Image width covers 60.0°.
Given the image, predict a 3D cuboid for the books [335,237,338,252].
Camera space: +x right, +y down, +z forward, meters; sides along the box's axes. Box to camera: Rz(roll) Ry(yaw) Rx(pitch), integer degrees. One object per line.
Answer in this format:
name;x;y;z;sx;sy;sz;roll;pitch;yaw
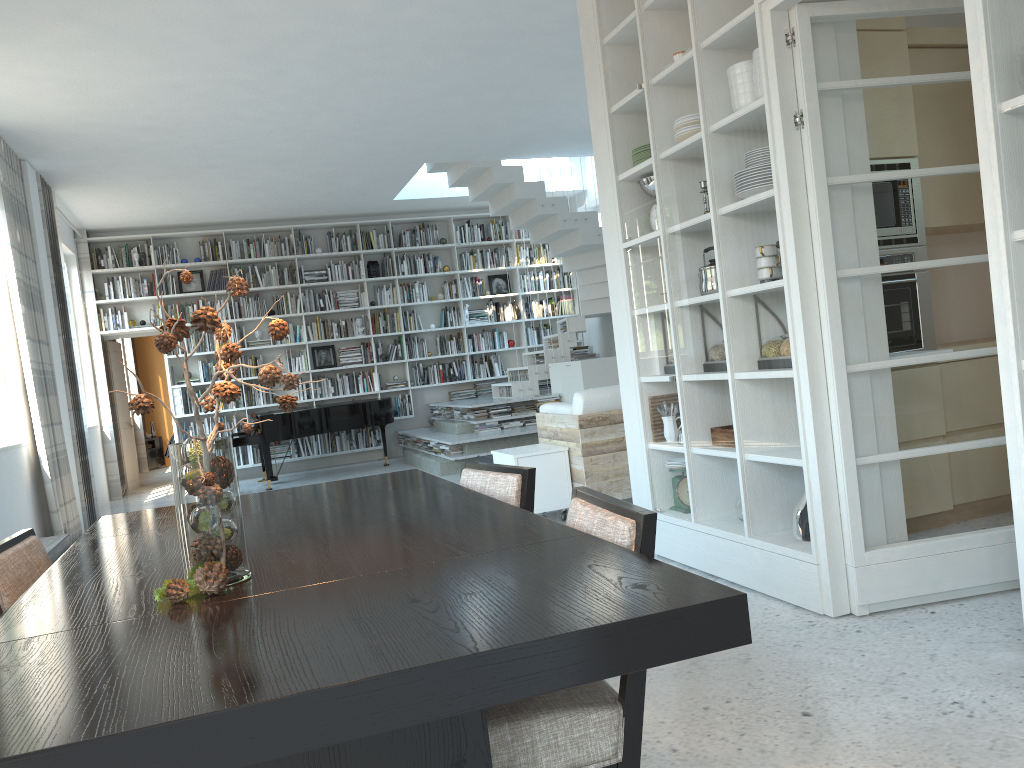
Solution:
books;-2.292;-1.801;11.599;0.050;0.211;0.173;-7;2;-18

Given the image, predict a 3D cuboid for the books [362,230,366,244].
books;-1.952;-1.878;11.720;0.007;0.279;0.150;-7;2;-18

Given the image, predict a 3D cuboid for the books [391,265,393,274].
books;-1.621;-1.513;11.849;0.015;0.201;0.130;-7;2;-18

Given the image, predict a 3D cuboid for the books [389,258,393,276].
books;-1.623;-1.535;11.800;0.013;0.248;0.186;-7;2;-18

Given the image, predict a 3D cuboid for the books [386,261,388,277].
books;-1.681;-1.512;11.809;0.024;0.217;0.169;-7;2;-18

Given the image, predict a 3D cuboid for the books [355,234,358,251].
books;-2.055;-1.845;11.684;0.014;0.239;0.153;-7;2;-18

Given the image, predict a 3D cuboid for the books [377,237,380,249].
books;-1.779;-1.850;11.760;0.022;0.180;0.173;-7;2;-18

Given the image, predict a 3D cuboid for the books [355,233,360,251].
books;-2.042;-1.856;11.695;0.022;0.257;0.136;-7;2;-18

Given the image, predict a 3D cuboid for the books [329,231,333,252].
books;-2.366;-1.835;11.580;0.011;0.296;0.157;-7;2;-18

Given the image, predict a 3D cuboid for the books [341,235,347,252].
books;-2.203;-1.825;11.632;0.023;0.236;0.154;-7;2;-18

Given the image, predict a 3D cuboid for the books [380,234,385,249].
books;-1.732;-1.872;11.772;0.031;0.213;0.169;-7;2;-18

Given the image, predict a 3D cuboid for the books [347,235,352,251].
books;-2.144;-1.832;11.675;0.026;0.234;0.137;-7;2;-18

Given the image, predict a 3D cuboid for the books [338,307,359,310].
books;-2.151;-0.992;11.652;0.254;0.012;0.161;-7;2;-22

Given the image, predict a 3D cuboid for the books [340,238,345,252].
books;-2.226;-1.805;11.619;0.033;0.203;0.166;-7;2;-18

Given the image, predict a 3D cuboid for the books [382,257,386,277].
books;-1.703;-1.537;11.772;0.021;0.272;0.190;-7;2;-18

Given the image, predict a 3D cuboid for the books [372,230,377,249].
books;-1.825;-1.892;11.766;0.030;0.274;0.151;-7;2;-18

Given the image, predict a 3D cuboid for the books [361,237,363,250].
books;-1.995;-1.836;11.716;0.016;0.204;0.143;-7;2;-18

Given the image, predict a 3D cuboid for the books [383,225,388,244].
books;-1.683;-1.938;11.820;0.012;0.330;0.128;-7;2;-18

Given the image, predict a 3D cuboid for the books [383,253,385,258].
books;-1.693;-1.573;11.805;0.025;0.339;0.143;-7;2;-18

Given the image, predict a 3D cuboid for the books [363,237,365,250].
books;-1.970;-1.833;11.713;0.015;0.193;0.160;-7;2;-18

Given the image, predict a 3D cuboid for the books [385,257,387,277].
books;-1.692;-1.538;11.790;0.022;0.272;0.181;-7;2;-18

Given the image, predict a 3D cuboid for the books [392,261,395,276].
books;-1.592;-1.522;11.811;0.008;0.214;0.223;-7;2;-18

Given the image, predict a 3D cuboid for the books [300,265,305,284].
books;-2.704;-1.398;11.451;0.021;0.249;0.191;-7;2;-18

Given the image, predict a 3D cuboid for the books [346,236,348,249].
books;-2.174;-1.819;11.636;0.012;0.217;0.179;-7;2;-18

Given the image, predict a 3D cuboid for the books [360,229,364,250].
books;-1.985;-1.884;11.701;0.007;0.298;0.181;-7;2;-18

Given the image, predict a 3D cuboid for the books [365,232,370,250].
books;-1.912;-1.875;11.732;0.008;0.262;0.142;-7;2;-18

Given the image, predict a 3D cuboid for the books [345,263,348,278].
books;-2.182;-1.459;11.653;0.011;0.239;0.139;-7;2;-18

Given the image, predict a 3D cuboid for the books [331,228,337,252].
books;-2.326;-1.857;11.583;0.010;0.331;0.186;-7;2;-18

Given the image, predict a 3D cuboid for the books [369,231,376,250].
books;-1.857;-1.878;11.734;0.054;0.255;0.191;-7;2;-18

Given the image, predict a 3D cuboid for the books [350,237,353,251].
books;-2.121;-1.820;11.676;0.014;0.204;0.135;-7;2;-18

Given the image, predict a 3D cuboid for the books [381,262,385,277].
books;-1.717;-1.506;11.802;0.019;0.214;0.156;-7;2;-18

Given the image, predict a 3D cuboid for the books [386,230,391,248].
books;-1.650;-1.903;11.797;0.029;0.253;0.186;-7;2;-18

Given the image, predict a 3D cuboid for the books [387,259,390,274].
books;-1.649;-1.536;11.807;0.005;0.255;0.158;-7;2;-18

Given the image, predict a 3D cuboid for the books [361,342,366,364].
books;-1.968;-0.406;11.735;0.011;0.299;0.130;-7;2;-18

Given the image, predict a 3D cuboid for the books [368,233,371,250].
books;-1.894;-1.862;11.719;0.015;0.234;0.171;-7;2;-18

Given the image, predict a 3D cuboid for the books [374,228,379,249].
books;-1.802;-1.906;11.756;0.010;0.297;0.167;-7;2;-18

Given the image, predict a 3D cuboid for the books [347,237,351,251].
books;-2.151;-1.814;11.626;0.023;0.202;0.193;-7;2;-18

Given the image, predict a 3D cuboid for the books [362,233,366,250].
books;-1.954;-1.858;11.692;0.007;0.239;0.191;-7;2;-18

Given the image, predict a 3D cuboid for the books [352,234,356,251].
books;-2.088;-1.843;11.672;0.028;0.244;0.161;-7;2;-18

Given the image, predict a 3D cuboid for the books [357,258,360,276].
books;-2.033;-1.509;11.707;0.010;0.299;0.133;-7;2;-18

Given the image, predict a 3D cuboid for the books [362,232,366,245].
books;-1.954;-1.868;11.708;0.006;0.260;0.166;-7;2;-18

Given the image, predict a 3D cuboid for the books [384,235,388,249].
books;-1.687;-1.869;11.801;0.022;0.194;0.182;-7;2;-18

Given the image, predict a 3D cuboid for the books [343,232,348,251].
books;-2.185;-1.844;11.622;0.010;0.270;0.180;-7;2;-18

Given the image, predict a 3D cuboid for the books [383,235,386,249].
books;-1.712;-1.871;11.801;0.025;0.203;0.162;-7;2;-18

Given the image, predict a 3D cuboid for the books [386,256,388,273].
books;-1.669;-1.549;11.791;0.021;0.288;0.179;-7;2;-18

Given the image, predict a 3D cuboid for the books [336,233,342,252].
books;-2.265;-1.835;11.627;0.028;0.270;0.140;-7;2;-18

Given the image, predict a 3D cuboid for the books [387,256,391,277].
books;-1.651;-1.553;11.835;0.013;0.289;0.131;-7;2;-18

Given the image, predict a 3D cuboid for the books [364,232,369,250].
books;-1.929;-1.872;11.718;0.034;0.261;0.157;-7;2;-18

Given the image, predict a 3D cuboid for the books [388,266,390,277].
books;-1.658;-1.512;11.814;0.013;0.211;0.140;-7;2;-18

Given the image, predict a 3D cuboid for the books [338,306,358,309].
books;-2.153;-1.004;11.653;0.254;0.012;0.161;-7;2;-15

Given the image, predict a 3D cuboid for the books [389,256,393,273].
books;-1.613;-1.559;11.840;0.005;0.292;0.130;-7;2;-18

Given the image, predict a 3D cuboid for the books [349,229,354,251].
books;-2.113;-1.873;11.672;0.012;0.308;0.138;-7;2;-18

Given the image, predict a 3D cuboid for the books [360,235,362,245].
books;-2.004;-1.871;11.691;0.008;0.279;0.170;-7;2;-18

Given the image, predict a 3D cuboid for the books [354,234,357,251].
books;-2.071;-1.846;11.688;0.014;0.244;0.145;-7;2;-18

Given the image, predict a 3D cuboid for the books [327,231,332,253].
books;-2.385;-1.830;11.566;0.014;0.292;0.176;-7;2;-18

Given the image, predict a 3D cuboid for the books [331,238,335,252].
books;-2.345;-1.794;11.600;0.031;0.208;0.146;-7;2;-18

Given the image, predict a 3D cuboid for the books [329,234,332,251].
books;-2.377;-1.819;11.586;0.011;0.267;0.129;-7;2;-18

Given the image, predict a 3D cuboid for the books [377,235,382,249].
books;-1.759;-1.863;11.768;0.024;0.202;0.180;-7;2;-18
